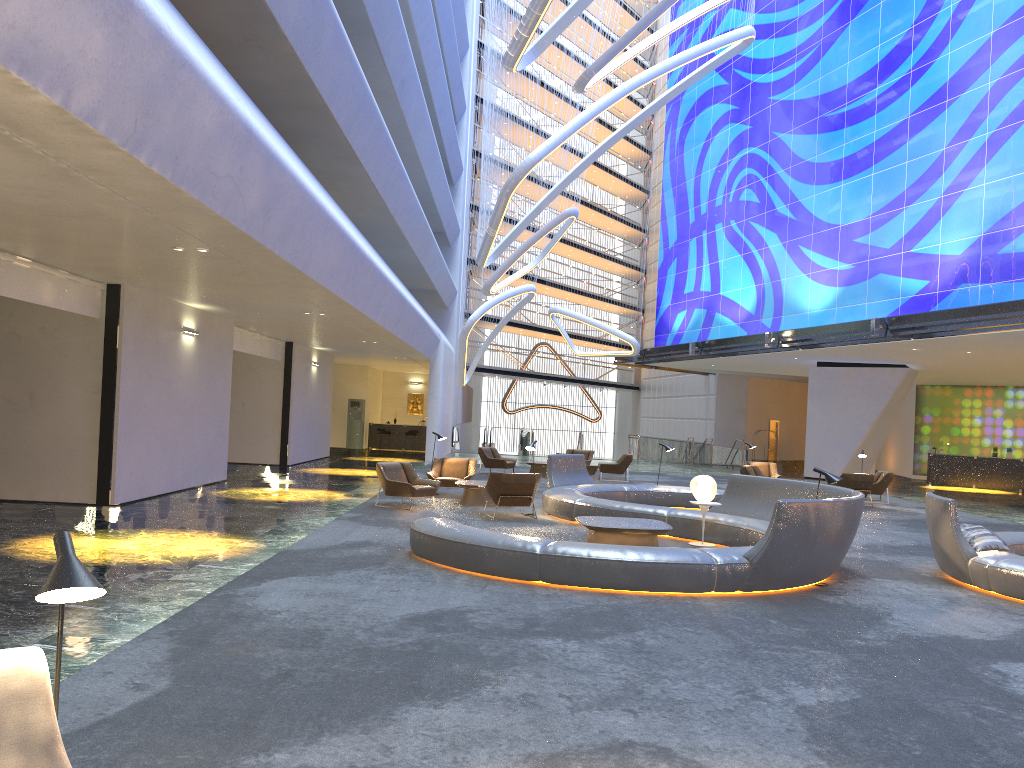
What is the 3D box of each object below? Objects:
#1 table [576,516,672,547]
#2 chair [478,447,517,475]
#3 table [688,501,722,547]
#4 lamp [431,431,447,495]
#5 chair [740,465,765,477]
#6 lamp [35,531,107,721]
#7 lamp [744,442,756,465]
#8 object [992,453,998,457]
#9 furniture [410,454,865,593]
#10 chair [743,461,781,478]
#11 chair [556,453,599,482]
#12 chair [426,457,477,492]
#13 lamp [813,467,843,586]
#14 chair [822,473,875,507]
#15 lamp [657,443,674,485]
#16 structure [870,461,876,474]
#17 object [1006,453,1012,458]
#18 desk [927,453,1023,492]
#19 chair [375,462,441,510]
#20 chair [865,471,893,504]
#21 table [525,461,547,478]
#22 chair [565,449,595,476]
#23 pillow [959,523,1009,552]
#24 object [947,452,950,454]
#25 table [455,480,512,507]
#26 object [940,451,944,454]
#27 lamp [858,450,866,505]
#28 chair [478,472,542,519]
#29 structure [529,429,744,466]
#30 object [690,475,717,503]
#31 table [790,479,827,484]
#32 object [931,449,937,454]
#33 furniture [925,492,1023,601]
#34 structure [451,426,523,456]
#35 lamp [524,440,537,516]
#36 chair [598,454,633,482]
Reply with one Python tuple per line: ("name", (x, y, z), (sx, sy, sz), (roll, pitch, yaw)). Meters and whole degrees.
("table", (1.420, 1.980, 11.428), (1.203, 0.392, 1.204), (3, -2, 0))
("chair", (-0.432, 2.182, 24.967), (0.938, 0.766, 0.930), (2, -1, 25))
("table", (2.702, 1.965, 12.469), (0.418, 0.595, 0.428), (3, -1, -1))
("lamp", (-1.541, 1.618, 18.097), (0.384, 1.300, 0.202), (3, 0, 17))
("chair", (5.988, 2.365, 21.215), (0.938, 0.766, 0.930), (2, -1, 33))
("lamp", (-1.310, 1.087, 2.549), (0.202, 1.300, 0.384), (3, 0, -41))
("lamp", (6.314, 2.199, 23.722), (0.384, 1.300, 0.202), (3, 0, 17))
("object", (16.205, 2.378, 29.729), (0.150, 0.145, 0.150), (2, -1, 33))
("furniture", (2.324, 1.780, 13.409), (5.183, 0.969, 9.936), (2, -2, 17))
("chair", (6.640, 2.482, 23.666), (0.929, 0.766, 0.939), (3, -1, 6))
("chair", (1.684, 2.237, 23.571), (0.939, 0.766, 0.929), (4, -2, -38))
("chair", (-1.214, 1.902, 18.041), (0.929, 0.766, 0.939), (3, -1, 6))
("lamp", (3.426, 1.571, 9.779), (0.384, 1.300, 0.202), (3, 0, 17))
("chair", (7.828, 2.431, 20.532), (0.930, 0.766, 0.938), (3, -1, -16))
("lamp", (3.085, 1.842, 18.023), (0.384, 1.300, 0.202), (3, 0, 17))
("structure", (14.622, 2.670, 36.106), (1.023, 2.051, 0.772), (3, 0, -22))
("object", (16.551, 2.387, 29.513), (0.150, 0.145, 0.150), (2, -1, 33))
("desk", (15.879, 3.001, 30.259), (2.975, 1.097, 0.814), (1, -1, 39))
("chair", (-1.866, 1.784, 15.590), (0.938, 0.766, 0.930), (2, -1, 33))
("chair", (8.851, 2.529, 21.912), (0.938, 0.766, 0.930), (3, -1, 8))
("table", (1.014, 2.443, 25.261), (1.202, 0.392, 1.204), (2, -2, 18))
("chair", (1.930, 2.351, 26.511), (0.929, 0.766, 0.939), (2, -1, 27))
("pillow", (5.429, 1.782, 10.353), (0.692, 0.262, 0.878), (3, -2, 8))
("object", (15.061, 2.389, 30.600), (0.072, 0.070, 0.073), (2, -1, 34))
("table", (-0.483, 2.073, 16.753), (1.203, 0.392, 1.204), (3, -2, 0))
("object", (14.898, 2.366, 30.715), (0.107, 0.108, 0.111), (2, -1, 34))
("lamp", (8.184, 2.187, 20.760), (0.202, 1.300, 0.384), (3, 0, 17))
("chair", (-0.026, 1.851, 14.907), (0.930, 0.766, 0.938), (3, -1, -16))
("structure", (5.200, 6.701, 47.635), (9.304, 8.397, 19.743), (3, -2, 0))
("object", (2.684, 1.472, 12.440), (0.367, 0.387, 0.318), (3, -1, 7))
("table", (7.371, 2.653, 22.378), (1.203, 0.392, 1.204), (3, -2, 0))
("object", (14.697, 2.342, 30.856), (0.149, 0.149, 0.149), (2, -1, 34))
("furniture", (7.915, 1.854, 7.731), (5.186, 0.969, 9.930), (3, -2, -8))
("structure", (-1.224, 6.339, 47.190), (3.016, 8.237, 19.838), (3, -2, 0))
("lamp", (0.329, 1.606, 15.135), (0.202, 1.300, 0.384), (3, 0, 17))
("chair", (2.913, 2.350, 25.102), (0.938, 0.766, 0.930), (3, -1, 2))
